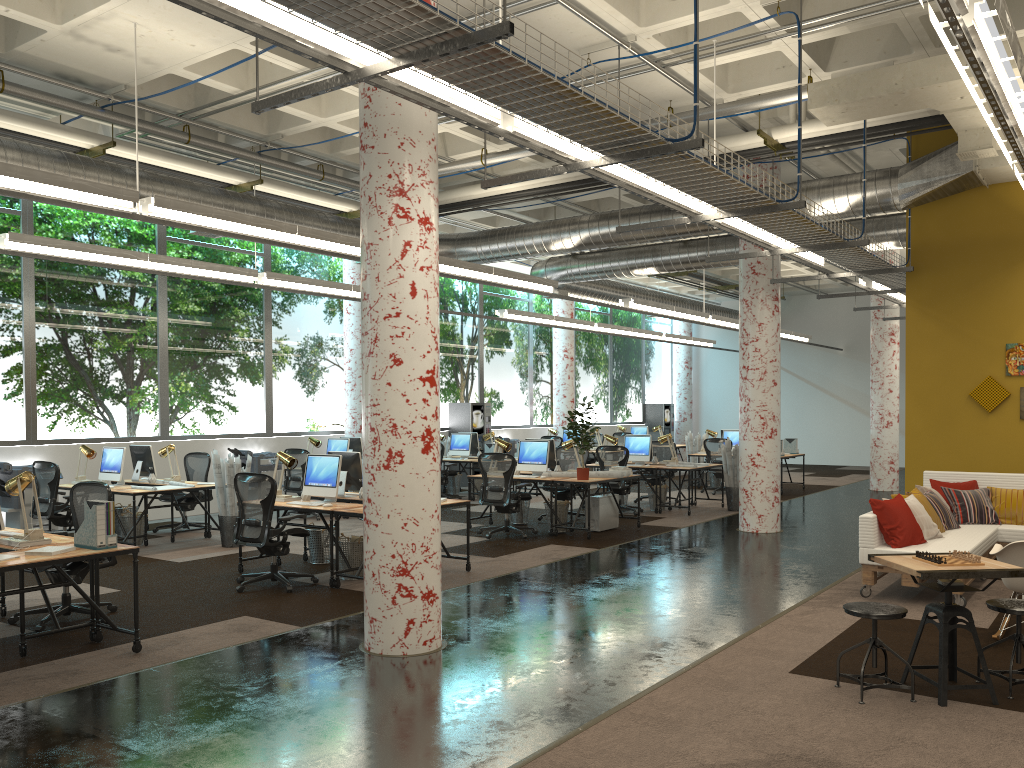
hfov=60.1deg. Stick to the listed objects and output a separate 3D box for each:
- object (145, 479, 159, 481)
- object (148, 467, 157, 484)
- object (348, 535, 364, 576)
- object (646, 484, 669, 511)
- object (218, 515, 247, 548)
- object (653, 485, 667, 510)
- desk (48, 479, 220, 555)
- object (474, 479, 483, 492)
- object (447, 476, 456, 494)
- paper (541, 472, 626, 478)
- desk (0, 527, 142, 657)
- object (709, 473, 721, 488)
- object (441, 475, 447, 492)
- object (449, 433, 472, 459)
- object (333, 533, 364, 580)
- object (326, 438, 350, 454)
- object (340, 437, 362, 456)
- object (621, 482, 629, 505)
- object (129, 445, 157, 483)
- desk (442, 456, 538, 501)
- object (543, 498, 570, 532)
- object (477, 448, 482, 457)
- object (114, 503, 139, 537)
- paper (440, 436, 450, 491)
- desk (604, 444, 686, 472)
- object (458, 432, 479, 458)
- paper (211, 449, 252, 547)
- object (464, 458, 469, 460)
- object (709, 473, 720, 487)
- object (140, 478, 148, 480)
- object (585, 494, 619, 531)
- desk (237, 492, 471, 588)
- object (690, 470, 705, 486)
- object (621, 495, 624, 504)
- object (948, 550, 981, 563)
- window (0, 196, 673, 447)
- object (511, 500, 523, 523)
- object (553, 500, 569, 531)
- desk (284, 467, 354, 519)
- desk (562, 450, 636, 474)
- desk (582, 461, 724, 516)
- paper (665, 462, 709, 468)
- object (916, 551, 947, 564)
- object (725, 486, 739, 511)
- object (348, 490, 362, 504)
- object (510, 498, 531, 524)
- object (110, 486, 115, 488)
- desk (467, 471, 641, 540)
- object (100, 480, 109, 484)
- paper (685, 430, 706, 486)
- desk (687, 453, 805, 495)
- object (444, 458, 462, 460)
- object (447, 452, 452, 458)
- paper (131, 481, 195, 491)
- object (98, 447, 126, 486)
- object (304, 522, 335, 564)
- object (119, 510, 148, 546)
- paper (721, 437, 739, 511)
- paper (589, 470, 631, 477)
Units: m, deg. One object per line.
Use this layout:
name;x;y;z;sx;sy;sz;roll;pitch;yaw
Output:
object;-4.721;1.283;11.808;0.439;0.017;0.118;-2;-2;35
object;-4.632;1.175;11.395;0.101;0.209;0.101;0;1;-10
object;-1.531;1.704;8.765;0.235;0.404;0.119;0;1;36
object;2.360;1.834;14.395;0.359;0.435;0.353;0;0;32
object;-3.407;1.793;10.826;0.353;0.399;0.353;0;0;-10
object;2.410;1.849;14.457;0.235;0.404;0.119;0;1;36
desk;-4.696;1.636;11.210;1.940;0.725;1.400;-1;-1;35
object;-0.611;1.932;16.601;0.235;0.404;0.119;0;1;36
object;-1.198;1.958;17.375;0.235;0.404;0.119;0;1;36
paper;0.927;1.189;11.644;1.134;0.082;0.083;-1;0;10
desk;-3.716;1.476;6.032;1.940;0.725;1.400;-1;-1;35
object;4.263;1.944;18.474;0.359;0.435;0.353;0;0;32
object;-1.464;1.992;17.913;0.353;0.399;0.353;0;0;-35
object;-1.194;1.541;16.861;1.078;1.210;0.190;0;1;36
object;-1.581;1.689;8.703;0.359;0.435;0.353;0;0;32
object;-2.770;1.108;14.135;0.484;0.486;0.189;0;1;35
object;-2.676;1.124;14.718;0.484;0.486;0.189;0;1;35
object;1.873;1.864;15.291;0.359;0.435;0.353;0;0;32
object;-4.873;1.046;11.637;0.484;0.486;0.189;0;1;35
desk;-0.685;1.779;16.834;1.940;0.725;1.400;-1;-1;35
object;0.596;1.746;11.805;0.359;0.435;0.353;0;0;32
object;-0.621;1.319;17.019;0.101;0.209;0.101;0;1;-10
object;-5.159;1.803;11.812;0.359;0.435;0.353;0;0;32
paper;-1.491;1.580;17.905;0.440;1.199;0.412;0;1;13
desk;3.514;1.929;22.723;1.940;0.725;1.400;-1;-1;35
object;-0.863;1.189;17.261;0.484;0.486;0.189;0;1;35
paper;-3.433;1.380;10.818;0.440;1.199;0.412;0;1;13
object;-0.842;1.387;16.322;0.059;0.029;0.106;-1;-2;36
object;4.214;1.956;18.413;0.235;0.404;0.119;0;1;36
object;-4.984;1.284;12.005;0.059;0.029;0.106;-1;-2;36
object;1.233;1.743;12.067;0.221;0.455;0.541;0;0;35
desk;-1.605;1.552;8.998;1.940;0.725;1.400;-1;-1;35
object;3.948;1.990;18.951;0.353;0.399;0.353;0;0;-9
object;1.823;1.876;15.231;0.235;0.404;0.119;0;1;36
object;2.594;0.980;5.077;0.056;0.053;0.250;0;-2;-4
window;-2.467;-0.900;17.748;0.050;3.765;26.195;1;-1;35
object;0.059;1.788;12.641;0.235;0.404;0.119;0;1;36
object;0.646;1.761;11.867;0.235;0.404;0.119;0;1;36
desk;-2.499;1.715;14.291;1.940;0.725;1.400;-1;-1;35
desk;1.628;1.862;20.079;1.940;0.725;1.400;-1;-1;35
desk;2.336;1.697;14.690;1.940;0.725;1.400;-1;-1;35
paper;2.814;1.294;14.190;0.568;0.061;0.626;-1;-2;33
object;2.393;0.981;5.062;0.056;0.053;0.250;0;-2;-4
object;3.625;1.854;14.306;0.353;0.399;0.353;0;0;-9
object;-2.475;1.852;13.996;0.359;0.435;0.353;0;0;32
object;0.109;1.776;12.702;0.359;0.435;0.353;0;0;32
object;-4.852;1.244;10.698;0.059;0.029;0.106;-1;-2;36
desk;0.572;1.609;12.100;1.940;0.725;1.400;-1;-1;35
object;-5.206;1.176;11.303;0.101;0.209;0.101;0;1;-10
paper;3.921;1.578;18.943;0.440;1.199;0.412;0;1;13
desk;4.726;1.778;17.872;1.940;0.725;1.400;-1;-1;35
object;-1.105;1.401;16.518;0.439;0.017;0.118;-2;-2;35
object;-1.196;1.319;16.927;0.101;0.209;0.101;0;1;-10
paper;-4.218;1.233;10.711;0.568;0.061;0.626;-1;-2;33
object;-4.966;1.029;11.055;0.484;0.486;0.189;0;1;35
object;-2.068;1.718;9.600;0.359;0.435;0.353;0;0;32
object;-4.671;1.773;10.915;0.359;0.435;0.353;0;0;32
paper;3.598;1.441;14.297;0.440;1.199;0.412;0;1;13
paper;1.025;1.193;11.780;1.134;0.082;0.083;0;0;0
